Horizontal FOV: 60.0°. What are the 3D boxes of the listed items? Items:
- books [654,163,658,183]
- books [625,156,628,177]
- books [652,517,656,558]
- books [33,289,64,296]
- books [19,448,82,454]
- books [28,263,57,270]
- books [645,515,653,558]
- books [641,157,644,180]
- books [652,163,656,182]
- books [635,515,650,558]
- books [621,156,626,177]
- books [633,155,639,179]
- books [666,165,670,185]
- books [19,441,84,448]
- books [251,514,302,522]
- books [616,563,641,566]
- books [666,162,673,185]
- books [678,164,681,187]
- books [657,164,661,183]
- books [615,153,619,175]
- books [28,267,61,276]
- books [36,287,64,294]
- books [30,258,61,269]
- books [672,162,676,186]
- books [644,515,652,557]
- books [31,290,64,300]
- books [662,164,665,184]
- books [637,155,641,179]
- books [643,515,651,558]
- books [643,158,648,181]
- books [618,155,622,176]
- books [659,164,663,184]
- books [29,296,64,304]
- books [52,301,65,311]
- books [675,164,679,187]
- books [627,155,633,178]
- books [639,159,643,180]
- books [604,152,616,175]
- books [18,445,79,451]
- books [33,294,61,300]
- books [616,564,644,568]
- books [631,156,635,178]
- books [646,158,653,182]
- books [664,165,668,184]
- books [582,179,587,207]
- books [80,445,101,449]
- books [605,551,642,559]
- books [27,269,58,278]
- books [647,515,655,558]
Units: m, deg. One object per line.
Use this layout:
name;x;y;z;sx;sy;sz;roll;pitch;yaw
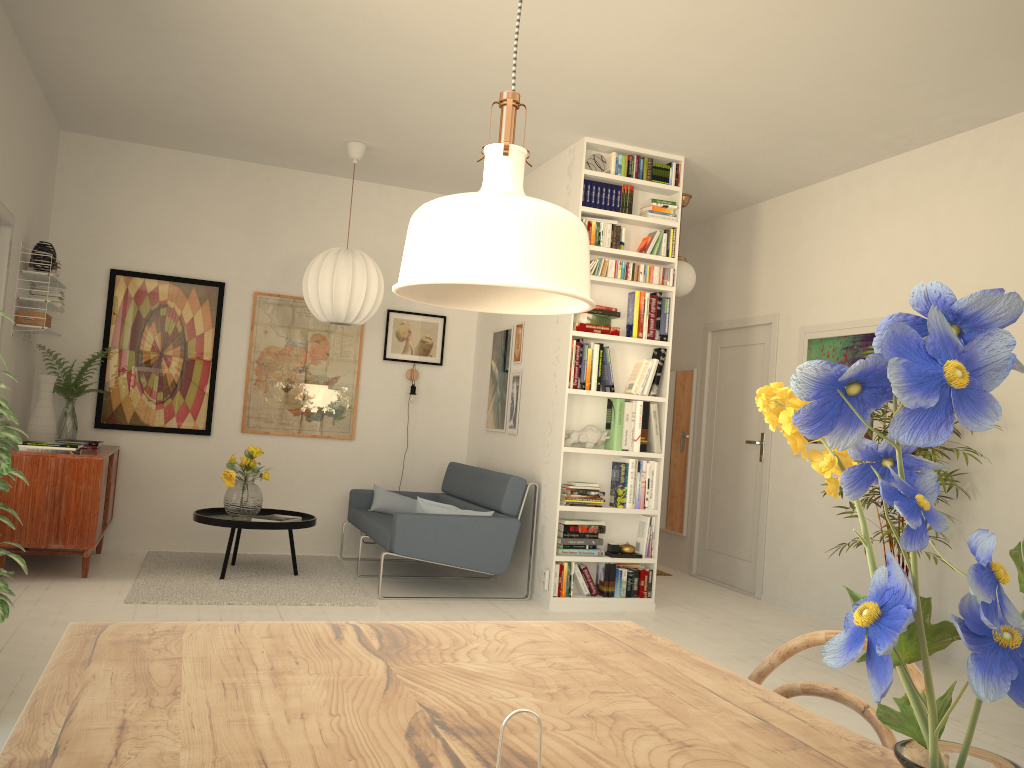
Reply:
books;0.898;-1.347;5.739;0.017;0.130;0.150;6;-3;-20
books;0.686;-1.371;5.700;0.018;0.141;0.206;6;-3;-20
books;0.874;0.973;5.679;0.011;0.256;0.139;6;-3;-20
books;-3.018;-0.593;5.781;0.153;0.013;0.197;5;-3;-17
books;-2.669;0.382;5.133;0.320;0.020;0.237;6;-3;-24
books;-2.905;-0.721;5.494;0.155;0.024;0.136;6;-3;-27
books;0.851;0.971;5.693;0.008;0.257;0.184;6;-3;-20
books;0.799;-1.366;5.737;0.009;0.151;0.208;6;-3;-20
books;0.882;-1.349;5.733;0.017;0.130;0.150;6;-3;-20
books;0.814;0.969;5.685;0.034;0.257;0.209;6;-3;-20
books;0.661;-1.368;5.706;0.025;0.131;0.253;6;-3;-20
books;0.753;-1.372;5.730;0.024;0.156;0.227;6;-3;-20
books;0.981;-1.340;5.769;0.017;0.130;0.150;6;-3;-20
books;-2.665;0.350;5.135;0.311;0.015;0.192;5;-3;-17
books;-1.498;0.866;5.654;0.200;0.031;0.289;4;-3;14
books;0.719;1.142;5.613;0.165;0.006;0.103;5;-3;-20
books;1.000;-1.348;5.776;0.019;0.157;0.150;6;-3;-20
books;1.036;-1.343;5.848;0.014;0.154;0.260;6;-3;-20
books;0.915;-1.346;5.745;0.017;0.130;0.150;6;-3;-20
books;0.628;-1.380;5.675;0.013;0.146;0.208;6;-3;-20
books;-2.900;-0.699;5.503;0.158;0.019;0.131;5;-3;-18
books;-3.011;-0.607;5.782;0.147;0.016;0.195;6;-3;-22
books;-2.890;-0.750;5.495;0.178;0.036;0.145;6;-3;-27
books;1.007;-1.347;5.818;0.020;0.156;0.229;6;-3;-20
books;0.843;0.971;5.661;0.033;0.258;0.130;6;-3;-20
books;-3.019;-0.577;5.773;0.173;0.023;0.190;5;-3;-20
books;0.948;-1.343;5.757;0.017;0.130;0.150;6;-3;-20
books;0.771;-1.371;5.731;0.012;0.158;0.220;6;-3;-20
books;0.822;0.970;5.691;0.030;0.256;0.198;6;-3;-20
books;0.814;-1.365;5.755;0.032;0.154;0.212;6;-3;-20
books;0.654;-1.374;5.658;0.023;0.137;0.161;6;-3;-20
books;0.931;-1.344;5.751;0.017;0.130;0.150;6;-3;-20
books;-3.024;-0.544;5.768;0.168;0.021;0.197;5;-3;-17
books;-3.024;-0.515;5.777;0.179;0.038;0.190;5;-3;-20
books;1.028;-1.343;5.822;0.021;0.151;0.228;6;-3;-20
books;0.714;-1.372;5.690;0.028;0.147;0.192;6;-3;-20
books;0.788;-1.360;5.726;0.019;0.137;0.201;6;-3;-20
books;0.616;-1.383;5.653;0.026;0.149;0.155;6;-3;-20
books;-2.676;0.364;5.130;0.296;0.015;0.240;5;-3;-21
books;-3.029;-0.560;5.785;0.147;0.012;0.195;6;-3;-22
books;0.724;1.152;5.634;0.193;0.012;0.130;5;-3;-20
books;0.733;-1.371;5.714;0.024;0.148;0.188;6;-3;-20
books;0.850;-1.362;5.751;0.032;0.152;0.200;6;-3;-20
books;0.964;-1.341;5.763;0.017;0.130;0.150;6;-3;-20
books;0.412;-1.183;5.592;0.034;0.179;0.188;6;-3;-20
books;-2.867;0.394;5.718;0.371;0.022;0.259;5;-3;-20
books;0.692;1.072;5.570;0.214;0.023;0.130;5;-3;-20
books;-2.908;-0.676;5.497;0.159;0.028;0.147;6;-3;-23
books;0.862;0.971;5.684;0.007;0.257;0.181;6;-3;-20
